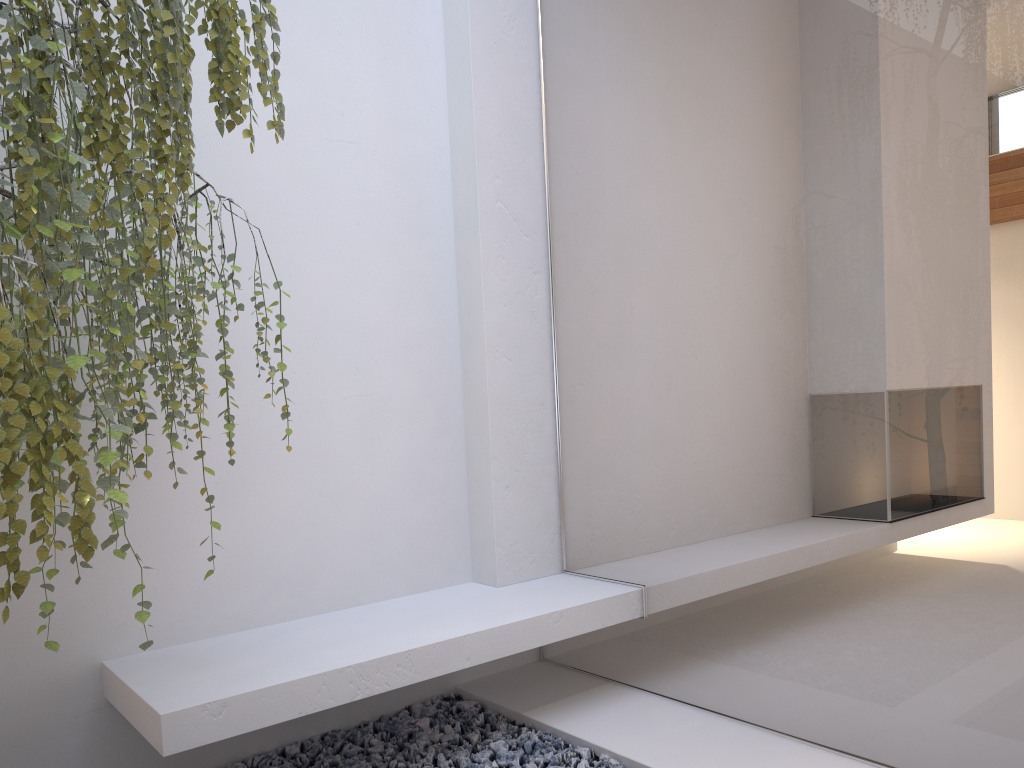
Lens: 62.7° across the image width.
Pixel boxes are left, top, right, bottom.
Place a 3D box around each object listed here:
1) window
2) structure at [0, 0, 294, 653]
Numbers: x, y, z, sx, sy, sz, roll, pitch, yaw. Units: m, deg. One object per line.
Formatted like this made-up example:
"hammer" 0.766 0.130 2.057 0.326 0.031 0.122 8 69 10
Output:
"window" 0.800 -0.518 2.481 0.057 3.270 2.457 -6 3 -38
"structure" -1.542 -0.769 1.185 2.742 4.008 1.537 -5 3 -43
